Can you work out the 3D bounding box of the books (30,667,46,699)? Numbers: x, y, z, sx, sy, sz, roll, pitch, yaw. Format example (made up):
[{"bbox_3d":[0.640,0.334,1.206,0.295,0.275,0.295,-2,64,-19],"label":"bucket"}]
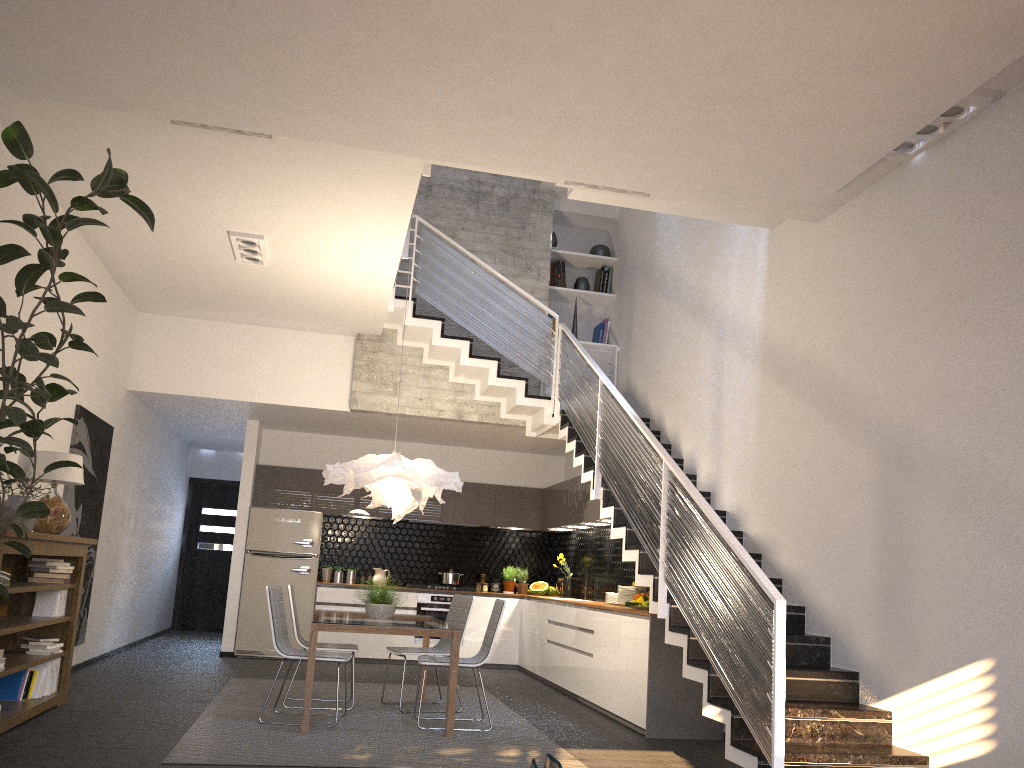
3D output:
[{"bbox_3d":[-3.229,1.998,5.920,0.155,0.192,0.105,6,-10,-11],"label":"books"}]

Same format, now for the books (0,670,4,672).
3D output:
[{"bbox_3d":[-2.977,1.588,4.875,0.218,0.007,0.307,5,-12,-6],"label":"books"}]

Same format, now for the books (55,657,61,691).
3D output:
[{"bbox_3d":[-3.297,2.045,6.259,0.175,0.242,0.040,6,-10,-11],"label":"books"}]

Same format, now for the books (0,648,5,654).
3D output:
[{"bbox_3d":[-3.105,1.554,5.143,0.225,0.029,0.181,5,-12,-8],"label":"books"}]

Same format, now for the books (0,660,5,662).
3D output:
[{"bbox_3d":[-2.979,1.539,4.892,0.218,0.007,0.307,5,-12,-7],"label":"books"}]

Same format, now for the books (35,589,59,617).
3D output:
[{"bbox_3d":[-3.249,1.523,6.172,0.136,0.187,0.018,6,-10,-11],"label":"books"}]

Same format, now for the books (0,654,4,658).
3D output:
[{"bbox_3d":[-3.116,1.577,5.133,0.243,0.023,0.176,5,-12,-4],"label":"books"}]

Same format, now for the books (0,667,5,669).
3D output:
[{"bbox_3d":[-2.975,1.573,4.878,0.219,0.012,0.307,5,-12,-6],"label":"books"}]

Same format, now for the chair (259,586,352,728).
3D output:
[{"bbox_3d":[-1.460,1.916,6.285,0.601,0.911,0.479,4,-10,-2],"label":"chair"}]

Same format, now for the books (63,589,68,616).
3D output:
[{"bbox_3d":[-3.270,1.561,6.351,0.135,0.188,0.031,6,-10,-11],"label":"books"}]

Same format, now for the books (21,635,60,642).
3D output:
[{"bbox_3d":[-3.239,1.749,6.082,0.221,0.023,0.148,-3,-14,29],"label":"books"}]

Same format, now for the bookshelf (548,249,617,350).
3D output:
[{"bbox_3d":[0.676,-0.942,10.384,0.974,1.096,0.446,6,-10,-11],"label":"bookshelf"}]

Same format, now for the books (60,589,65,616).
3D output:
[{"bbox_3d":[-3.254,1.546,6.275,0.135,0.187,0.015,6,-10,-11],"label":"books"}]

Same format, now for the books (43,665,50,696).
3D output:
[{"bbox_3d":[-3.257,2.022,6.054,0.155,0.203,0.021,6,-10,-11],"label":"books"}]

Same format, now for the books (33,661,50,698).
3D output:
[{"bbox_3d":[-3.234,1.987,5.961,0.175,0.233,0.101,6,-10,-11],"label":"books"}]

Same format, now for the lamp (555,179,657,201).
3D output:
[{"bbox_3d":[0.613,-1.263,5.481,0.645,0.065,0.255,6,-12,-11],"label":"lamp"}]

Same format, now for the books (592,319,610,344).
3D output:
[{"bbox_3d":[1.044,-0.558,10.483,0.146,0.379,0.274,6,-11,-11],"label":"books"}]

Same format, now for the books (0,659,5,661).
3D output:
[{"bbox_3d":[-2.982,1.531,4.893,0.218,0.007,0.307,5,-12,-6],"label":"books"}]

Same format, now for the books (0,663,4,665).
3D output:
[{"bbox_3d":[-2.979,1.552,4.887,0.219,0.008,0.291,5,-12,-7],"label":"books"}]

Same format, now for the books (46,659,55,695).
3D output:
[{"bbox_3d":[-3.250,2.009,6.080,0.175,0.241,0.024,6,-10,-11],"label":"books"}]

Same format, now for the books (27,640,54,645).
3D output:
[{"bbox_3d":[-3.236,1.770,6.073,0.155,0.022,0.206,11,-14,-30],"label":"books"}]

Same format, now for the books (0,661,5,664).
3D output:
[{"bbox_3d":[-2.977,1.546,4.891,0.218,0.007,0.307,5,-12,-7],"label":"books"}]

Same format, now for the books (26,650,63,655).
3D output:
[{"bbox_3d":[-3.209,1.840,6.079,0.155,0.020,0.207,4,-12,-1],"label":"books"}]

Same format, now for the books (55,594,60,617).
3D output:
[{"bbox_3d":[-3.239,1.543,6.193,0.120,0.157,0.016,6,-10,-11],"label":"books"}]

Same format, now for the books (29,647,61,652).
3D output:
[{"bbox_3d":[-3.208,1.821,6.087,0.175,0.019,0.245,8,-13,-21],"label":"books"}]

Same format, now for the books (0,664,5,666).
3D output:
[{"bbox_3d":[-2.983,1.557,4.889,0.218,0.006,0.307,5,-12,-6],"label":"books"}]

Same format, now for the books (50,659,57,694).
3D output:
[{"bbox_3d":[-3.276,2.025,6.161,0.175,0.241,0.019,6,-10,-11],"label":"books"}]

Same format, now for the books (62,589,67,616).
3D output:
[{"bbox_3d":[-3.267,1.556,6.328,0.136,0.187,0.018,6,-10,-11],"label":"books"}]

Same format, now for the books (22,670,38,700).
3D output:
[{"bbox_3d":[-3.252,1.994,5.864,0.146,0.181,0.148,5,-11,-8],"label":"books"}]

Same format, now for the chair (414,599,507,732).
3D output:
[{"bbox_3d":[-0.381,2.029,6.485,0.602,0.911,0.479,5,-10,-8],"label":"chair"}]

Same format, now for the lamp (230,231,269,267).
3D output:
[{"bbox_3d":[-2.089,-1.085,7.074,0.253,0.065,0.651,6,-13,-11],"label":"lamp"}]

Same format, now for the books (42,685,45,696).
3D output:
[{"bbox_3d":[-3.271,1.996,6.028,0.175,0.241,0.024,6,-10,-11],"label":"books"}]

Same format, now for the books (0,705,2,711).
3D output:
[{"bbox_3d":[-3.153,1.927,5.251,0.258,0.049,0.272,-4,-15,33],"label":"books"}]

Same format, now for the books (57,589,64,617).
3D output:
[{"bbox_3d":[-3.233,1.533,6.213,0.136,0.187,0.018,6,-10,-11],"label":"books"}]

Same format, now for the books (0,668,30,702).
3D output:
[{"bbox_3d":[-3.281,1.951,5.792,0.171,0.225,0.166,6,-11,-11],"label":"books"}]

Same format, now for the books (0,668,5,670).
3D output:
[{"bbox_3d":[-2.977,1.581,4.878,0.219,0.008,0.307,5,-12,-6],"label":"books"}]

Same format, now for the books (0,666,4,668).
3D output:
[{"bbox_3d":[-2.981,1.567,4.879,0.218,0.008,0.291,5,-12,-5],"label":"books"}]

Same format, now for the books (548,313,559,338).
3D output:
[{"bbox_3d":[0.467,-0.616,10.368,0.171,0.370,0.274,6,-11,-11],"label":"books"}]

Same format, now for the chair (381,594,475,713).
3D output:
[{"bbox_3d":[-0.674,2.163,7.182,0.603,0.911,0.478,9,-11,-25],"label":"chair"}]

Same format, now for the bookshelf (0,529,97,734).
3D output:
[{"bbox_3d":[-3.136,1.510,5.500,0.451,1.161,1.936,6,-12,-11],"label":"bookshelf"}]

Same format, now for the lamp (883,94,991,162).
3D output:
[{"bbox_3d":[2.161,-1.351,4.629,0.253,0.065,0.651,6,-13,-11],"label":"lamp"}]

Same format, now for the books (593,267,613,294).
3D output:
[{"bbox_3d":[1.079,-1.179,10.566,0.160,0.378,0.268,6,-11,-11],"label":"books"}]

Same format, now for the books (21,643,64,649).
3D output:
[{"bbox_3d":[-3.228,1.797,6.085,0.175,0.023,0.245,4,-12,-1],"label":"books"}]

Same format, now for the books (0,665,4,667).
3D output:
[{"bbox_3d":[-2.982,1.561,4.880,0.218,0.008,0.291,5,-12,-5],"label":"books"}]

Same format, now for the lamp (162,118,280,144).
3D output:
[{"bbox_3d":[-1.654,-1.506,5.031,0.645,0.065,0.255,6,-12,-11],"label":"lamp"}]

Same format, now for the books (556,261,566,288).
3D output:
[{"bbox_3d":[0.554,-1.232,10.481,0.134,0.379,0.274,6,-11,-11],"label":"books"}]

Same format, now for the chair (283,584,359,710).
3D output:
[{"bbox_3d":[-1.519,2.073,7.014,0.602,0.911,0.479,6,-10,-11],"label":"chair"}]

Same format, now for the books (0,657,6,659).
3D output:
[{"bbox_3d":[-2.981,1.523,4.896,0.219,0.012,0.307,5,-12,-6],"label":"books"}]

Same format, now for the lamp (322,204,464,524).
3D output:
[{"bbox_3d":[-0.803,-1.458,7.324,1.118,5.165,1.071,4,-10,0],"label":"lamp"}]

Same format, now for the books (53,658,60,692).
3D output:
[{"bbox_3d":[-3.293,2.039,6.228,0.175,0.241,0.024,6,-10,-11],"label":"books"}]
